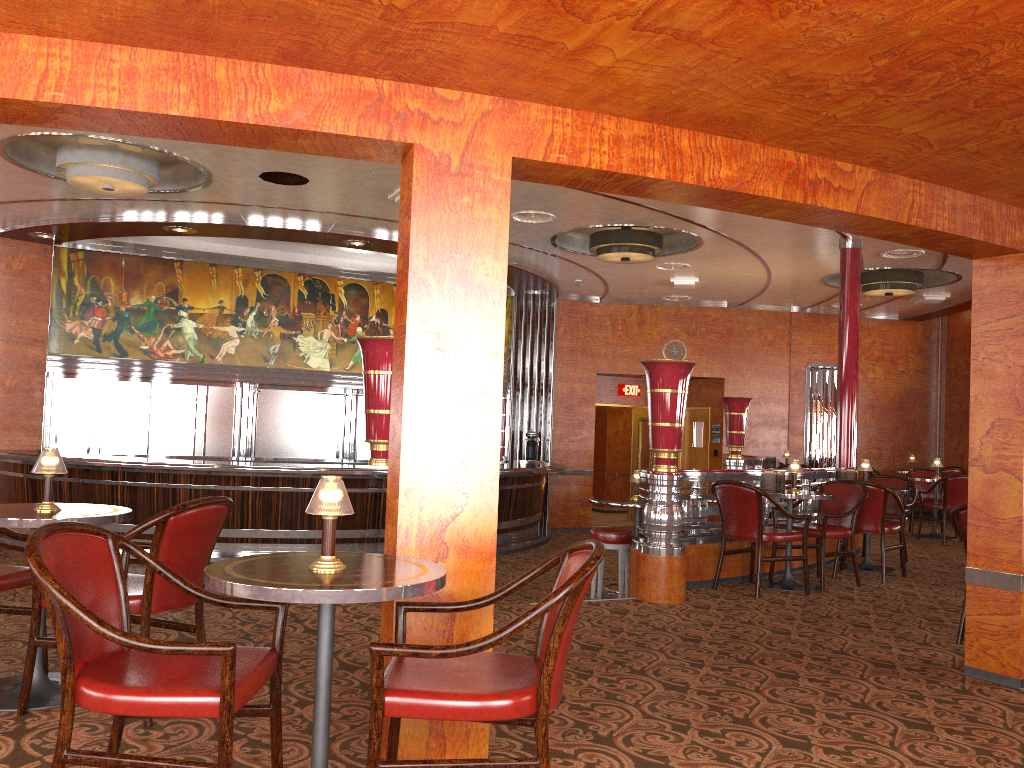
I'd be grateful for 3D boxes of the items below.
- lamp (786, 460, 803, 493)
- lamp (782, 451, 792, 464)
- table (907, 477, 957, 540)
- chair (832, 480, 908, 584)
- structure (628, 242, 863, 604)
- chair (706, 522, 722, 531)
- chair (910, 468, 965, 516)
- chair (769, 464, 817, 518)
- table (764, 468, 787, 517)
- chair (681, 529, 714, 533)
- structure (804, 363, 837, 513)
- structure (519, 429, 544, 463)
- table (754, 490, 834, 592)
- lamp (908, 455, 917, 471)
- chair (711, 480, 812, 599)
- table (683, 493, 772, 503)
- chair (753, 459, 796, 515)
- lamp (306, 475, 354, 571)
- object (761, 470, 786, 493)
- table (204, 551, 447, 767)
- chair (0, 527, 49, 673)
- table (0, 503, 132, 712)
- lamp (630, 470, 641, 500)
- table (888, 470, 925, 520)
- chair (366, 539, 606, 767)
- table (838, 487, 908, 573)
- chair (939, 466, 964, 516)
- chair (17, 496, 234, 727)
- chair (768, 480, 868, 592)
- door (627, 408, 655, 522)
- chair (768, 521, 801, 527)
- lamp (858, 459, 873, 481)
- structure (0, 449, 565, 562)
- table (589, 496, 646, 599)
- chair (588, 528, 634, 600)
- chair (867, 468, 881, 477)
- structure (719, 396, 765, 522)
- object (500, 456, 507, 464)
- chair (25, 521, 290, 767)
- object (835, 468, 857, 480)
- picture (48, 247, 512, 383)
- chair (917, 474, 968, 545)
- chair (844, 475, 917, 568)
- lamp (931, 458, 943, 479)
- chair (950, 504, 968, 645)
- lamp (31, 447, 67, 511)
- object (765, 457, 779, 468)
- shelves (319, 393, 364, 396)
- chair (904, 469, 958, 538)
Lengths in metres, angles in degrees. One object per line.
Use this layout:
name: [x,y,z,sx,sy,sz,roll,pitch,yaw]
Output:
lamp: [2.169,0.706,6.806,0.130,0.250,0.130,3,-2,-14]
lamp: [3.863,1.064,12.466,0.130,0.250,0.130,2,-2,4]
table: [5.189,1.520,10.867,0.639,0.720,0.640,2,-3,4]
chair: [2.953,1.205,7.407,0.588,0.816,0.615,1,-3,35]
structure: [2.250,0.197,7.692,0.549,3.603,4.356,0,-3,39]
chair: [1.832,1.615,7.838,0.350,0.755,0.350,2,-2,16]
chair: [6.281,1.625,13.021,0.588,0.816,0.615,3,-2,-10]
chair: [3.755,1.466,11.856,0.588,0.816,0.615,2,-2,10]
table: [3.845,1.548,12.444,0.639,0.720,0.640,2,-3,4]
chair: [1.502,1.569,7.198,0.350,0.755,0.350,2,-2,16]
structure: [4.968,0.855,14.016,0.812,2.353,0.557,2,-2,-4]
structure: [0.294,0.936,13.228,0.360,0.539,0.281,2,-2,-5]
table: [2.130,1.191,6.819,0.639,0.720,0.640,1,-3,17]
lamp: [6.144,1.213,13.616,0.130,0.250,0.130,1,-3,22]
chair: [1.786,1.114,6.517,0.615,0.816,0.588,4,-3,-35]
table: [2.017,1.549,8.412,0.849,0.960,0.850,0,-3,44]
chair: [3.868,1.533,13.078,0.588,0.816,0.615,2,-2,-5]
lamp: [-0.496,0.375,2.412,0.130,0.250,0.130,1,-3,31]
object: [1.998,0.746,6.807,0.169,0.156,0.195,1,-3,25]
table: [-0.512,0.860,2.398,0.639,0.720,0.640,2,-3,4]
chair: [-2.321,0.803,3.617,0.615,0.816,0.588,2,-3,15]
table: [-1.883,0.865,3.540,0.640,0.720,0.640,2,-3,1]
lamp: [1.079,0.866,7.628,0.130,0.250,0.130,2,-2,-5]
table: [6.108,1.697,13.619,0.639,0.720,0.640,2,-3,4]
chair: [-0.066,0.831,2.441,0.615,0.816,0.588,2,-2,0]
table: [3.192,1.291,7.950,0.639,0.720,0.640,0,-3,35]
chair: [6.608,1.672,13.696,0.615,0.816,0.588,3,-3,-15]
chair: [-1.438,0.829,3.444,0.615,0.816,0.588,2,-3,15]
chair: [2.457,1.165,7.010,0.615,0.816,0.588,4,-3,-30]
door: [2.315,1.399,15.399,0.063,1.982,0.808,4,-3,-31]
chair: [2.626,1.680,8.499,0.350,0.755,0.350,3,-2,-9]
lamp: [3.191,0.808,8.012,0.130,0.250,0.130,1,-3,22]
structure: [-2.241,1.454,10.672,7.813,1.047,3.208,4,-3,-25]
table: [1.067,1.469,7.582,0.850,0.960,0.850,3,-3,-23]
chair: [0.780,1.530,7.003,0.350,0.755,0.350,1,-2,23]
chair: [5.702,1.636,13.689,0.615,0.816,0.588,2,-2,10]
structure: [3.205,1.260,12.245,0.624,2.023,3.171,2,-3,15]
object: [-0.773,1.117,13.187,1.425,0.134,0.403,3,-3,-20]
chair: [-0.964,0.793,2.379,0.615,0.816,0.588,2,-2,0]
object: [3.022,0.852,8.076,0.195,0.156,0.169,0,-3,35]
picture: [-2.843,-0.853,12.221,6.256,1.322,0.001,4,-3,-25]
chair: [5.119,1.439,10.301,0.588,0.816,0.615,2,-2,0]
chair: [3.520,1.282,8.460,0.588,0.816,0.615,1,-3,35]
lamp: [5.204,1.034,10.861,0.130,0.250,0.130,1,-3,22]
chair: [2.829,1.078,5.025,0.615,0.816,0.588,4,-3,-40]
lamp: [-1.860,0.381,3.561,0.130,0.250,0.130,2,-2,-4]
object: [3.715,1.108,12.531,0.169,0.156,0.195,4,-3,-30]
shelves: [-1.489,0.486,12.880,2.595,0.568,0.339,4,-3,-25]
chair: [5.296,1.495,11.242,0.588,0.816,0.615,2,-3,15]
